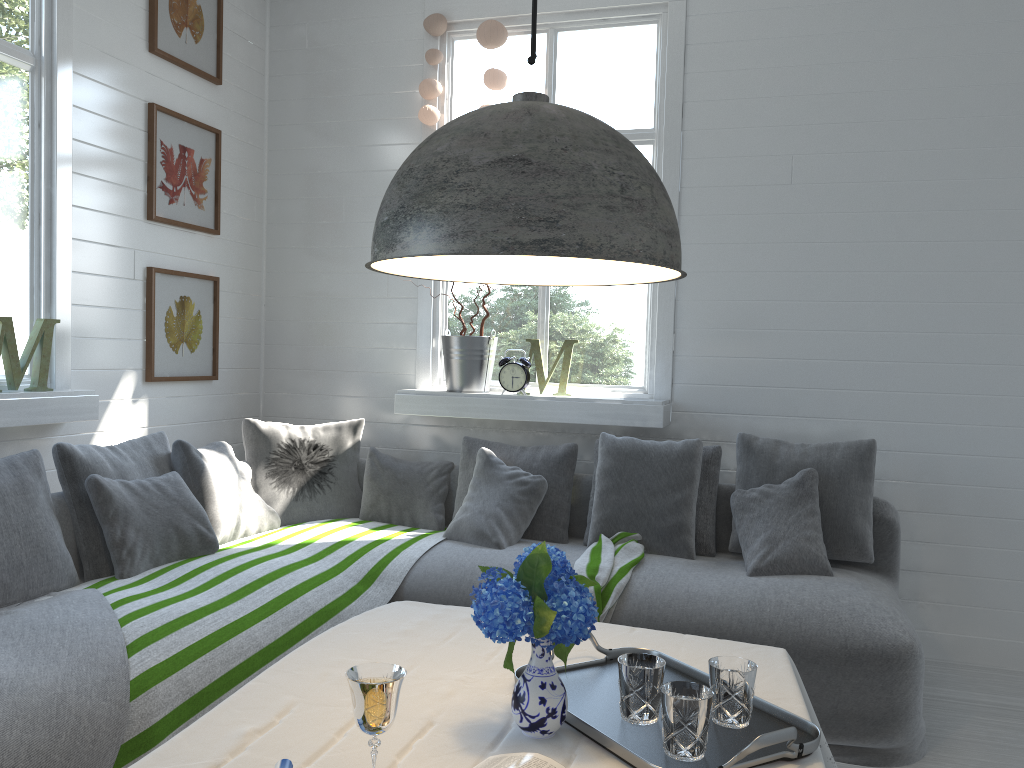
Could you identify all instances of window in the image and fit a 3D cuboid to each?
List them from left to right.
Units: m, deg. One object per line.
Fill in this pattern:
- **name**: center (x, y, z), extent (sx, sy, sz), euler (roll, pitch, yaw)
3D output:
- **window**: center (-2.159, -1.026, 3.252), extent (0.254, 2.400, 1.481), euler (3, 3, 17)
- **window**: center (0.146, -1.006, 4.812), extent (1.482, 2.400, 0.378), euler (2, 3, 17)

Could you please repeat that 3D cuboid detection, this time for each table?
- **table**: center (-0.008, 1.017, 1.798), extent (1.327, 0.725, 1.669), euler (2, 2, 18)

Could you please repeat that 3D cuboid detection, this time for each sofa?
- **sofa**: center (-0.247, 0.931, 3.140), extent (3.406, 0.900, 3.392), euler (2, 2, 17)

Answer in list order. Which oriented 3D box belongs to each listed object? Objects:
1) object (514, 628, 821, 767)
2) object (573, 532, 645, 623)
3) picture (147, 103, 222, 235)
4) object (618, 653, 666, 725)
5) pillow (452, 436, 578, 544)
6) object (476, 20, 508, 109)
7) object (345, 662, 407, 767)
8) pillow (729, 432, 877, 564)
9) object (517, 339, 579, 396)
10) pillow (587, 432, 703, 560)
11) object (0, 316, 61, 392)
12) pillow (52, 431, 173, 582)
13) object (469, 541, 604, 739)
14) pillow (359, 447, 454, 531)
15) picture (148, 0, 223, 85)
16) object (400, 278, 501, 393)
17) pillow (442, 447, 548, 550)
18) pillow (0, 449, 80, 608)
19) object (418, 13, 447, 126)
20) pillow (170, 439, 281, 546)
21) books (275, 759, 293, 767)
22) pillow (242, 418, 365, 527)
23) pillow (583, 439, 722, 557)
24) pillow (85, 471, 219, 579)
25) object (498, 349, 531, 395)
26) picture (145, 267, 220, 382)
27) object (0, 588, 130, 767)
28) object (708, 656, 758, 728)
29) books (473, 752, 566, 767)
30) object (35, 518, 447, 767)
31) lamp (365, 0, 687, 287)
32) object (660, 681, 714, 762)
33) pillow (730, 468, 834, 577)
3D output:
- **object**: center (0.294, 0.628, 1.806), extent (0.398, 0.092, 0.651), euler (1, 2, -30)
- **object**: center (0.210, 0.902, 3.709), extent (0.622, 0.834, 1.580), euler (4, 3, 42)
- **picture**: center (-1.726, -1.119, 4.699), extent (0.036, 0.580, 0.555), euler (3, 2, 17)
- **object**: center (0.255, 0.605, 1.756), extent (0.095, 0.119, 0.095), euler (2, 2, 2)
- **pillow**: center (0.005, 0.551, 4.559), extent (0.639, 0.522, 0.278), euler (2, 3, 17)
- **object**: center (-0.121, -1.282, 4.889), extent (0.196, 1.428, 0.200), euler (0, 3, -32)
- **object**: center (-0.221, 0.559, 1.431), extent (0.098, 0.192, 0.098), euler (4, 3, 37)
- **pillow**: center (1.355, 0.524, 4.136), extent (0.639, 0.561, 0.278), euler (2, 3, 18)
- **object**: center (0.196, -0.089, 4.850), extent (0.330, 0.311, 0.052), euler (2, 3, 7)
- **pillow**: center (0.637, 0.535, 4.221), extent (0.509, 0.573, 0.295), euler (2, 3, 17)
- **object**: center (-2.040, -0.120, 3.678), extent (0.052, 0.311, 0.330), euler (3, 3, 27)
- **pillow**: center (-1.602, 0.504, 3.729), extent (0.278, 0.561, 0.638), euler (3, 2, 18)
- **object**: center (0.046, 0.483, 1.705), extent (0.265, 0.377, 0.236), euler (3, 3, 19)
- **pillow**: center (-0.543, 0.568, 4.733), extent (0.495, 0.439, 0.280), euler (2, 3, 19)
- **picture**: center (-1.702, -1.948, 4.658), extent (0.036, 0.580, 0.555), euler (3, 2, 17)
- **object**: center (-0.260, -0.414, 4.635), extent (0.635, 0.937, 0.847), euler (0, 3, -26)
- **pillow**: center (-0.087, 0.561, 4.316), extent (0.380, 0.463, 0.416), euler (3, 3, 32)
- **pillow**: center (-1.820, 0.516, 3.066), extent (0.280, 0.521, 0.641), euler (3, 2, 18)
- **object**: center (-0.456, -1.545, 5.034), extent (0.153, 1.089, 0.150), euler (1, 3, -7)
- **pillow**: center (-1.396, 0.500, 4.196), extent (0.344, 0.526, 0.616), euler (2, 2, 16)
- **books**: center (-0.256, 0.647, 1.330), extent (0.229, 0.043, 0.300), euler (1, 2, -9)
- **pillow**: center (-1.081, 0.469, 4.752), extent (0.638, 0.561, 0.395), euler (0, 3, -33)
- **pillow**: center (0.690, 0.550, 4.356), extent (0.641, 0.521, 0.280), euler (2, 3, 18)
- **pillow**: center (-1.493, 0.566, 3.621), extent (0.277, 0.445, 0.528), euler (3, 3, 32)
- **object**: center (0.014, -0.063, 4.776), extent (0.182, 0.250, 0.075), euler (2, 3, 17)
- **picture**: center (-1.750, -0.306, 4.739), extent (0.036, 0.580, 0.555), euler (3, 2, 17)
- **object**: center (-1.608, 0.925, 2.253), extent (1.212, 0.925, 1.683), euler (0, 2, -32)
- **object**: center (0.434, 0.610, 1.754), extent (0.095, 0.119, 0.095), euler (4, 3, 41)
- **books**: center (0.053, 0.651, 1.310), extent (0.422, 0.049, 0.300), euler (3, 2, 32)
- **object**: center (-1.187, 0.972, 3.266), extent (1.043, 0.474, 3.162), euler (2, 2, 18)
- **lamp**: center (0.056, -1.231, 1.629), extent (0.601, 2.046, 0.600), euler (1, 3, -12)
- **object**: center (0.314, 0.611, 1.605), extent (0.095, 0.119, 0.095), euler (4, 3, 41)
- **pillow**: center (1.191, 0.611, 3.919), extent (0.380, 0.463, 0.416), euler (2, 2, 2)
